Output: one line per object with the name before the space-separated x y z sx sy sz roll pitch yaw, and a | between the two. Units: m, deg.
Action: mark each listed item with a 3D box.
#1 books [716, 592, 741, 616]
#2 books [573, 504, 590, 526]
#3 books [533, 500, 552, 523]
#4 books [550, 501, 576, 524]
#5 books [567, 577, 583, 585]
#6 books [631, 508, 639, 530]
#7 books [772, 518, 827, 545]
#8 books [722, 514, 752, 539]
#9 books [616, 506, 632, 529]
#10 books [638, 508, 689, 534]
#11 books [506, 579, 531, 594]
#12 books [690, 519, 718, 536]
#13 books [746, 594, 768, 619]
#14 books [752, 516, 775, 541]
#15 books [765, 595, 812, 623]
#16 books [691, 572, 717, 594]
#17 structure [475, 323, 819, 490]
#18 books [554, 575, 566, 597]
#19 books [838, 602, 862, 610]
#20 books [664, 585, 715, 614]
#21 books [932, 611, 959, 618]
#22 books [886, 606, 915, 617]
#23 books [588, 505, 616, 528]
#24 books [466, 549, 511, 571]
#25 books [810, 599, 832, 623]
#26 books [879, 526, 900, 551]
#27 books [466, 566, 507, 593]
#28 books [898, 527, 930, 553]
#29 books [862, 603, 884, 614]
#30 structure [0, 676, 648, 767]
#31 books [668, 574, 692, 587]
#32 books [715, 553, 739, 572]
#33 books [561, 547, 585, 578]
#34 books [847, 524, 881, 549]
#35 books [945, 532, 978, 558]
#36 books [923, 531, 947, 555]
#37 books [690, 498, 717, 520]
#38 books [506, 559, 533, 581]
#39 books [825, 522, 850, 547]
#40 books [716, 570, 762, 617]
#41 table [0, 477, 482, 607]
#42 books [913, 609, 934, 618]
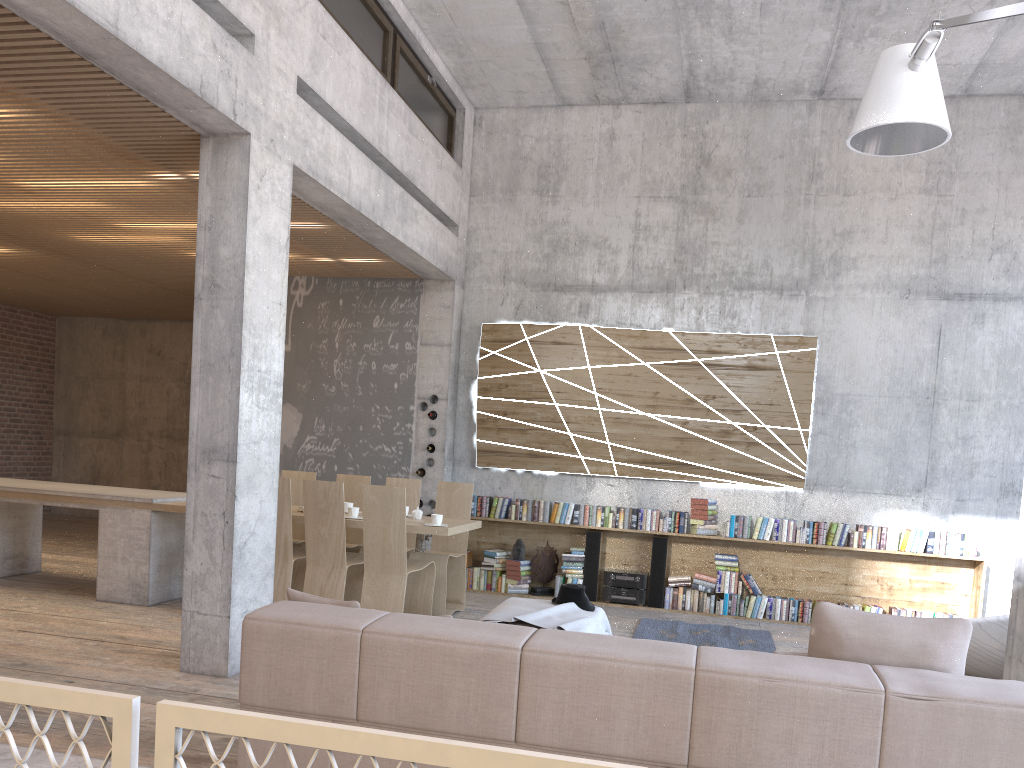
books | 2.172 2.205 8.820 0.226 0.222 0.215 4 0 13
books | 0.728 1.358 9.094 0.155 0.222 0.154 4 1 13
books | 0.323 1.332 9.187 0.155 0.222 0.189 4 0 13
books | 0.535 1.341 9.139 0.248 0.230 0.189 4 0 13
books | 0.651 2.133 9.176 0.199 0.229 0.189 4 0 13
books | 1.262 1.385 9.016 0.055 0.222 0.189 4 0 13
books | 2.831 1.452 8.640 0.489 0.221 0.215 3 0 13
books | 2.245 1.419 8.760 0.278 0.222 0.209 3 0 11
books | 1.162 1.382 9.046 0.155 0.222 0.204 4 0 13
books | 1.539 1.394 8.933 0.489 0.221 0.215 3 0 13
books | 0.057 2.135 9.278 0.262 0.151 0.247 5 -3 -31
books | 1.922 1.436 8.812 0.285 0.151 0.220 5 -2 -29
books | 2.440 2.217 8.748 0.199 0.229 0.189 4 0 13
books | 2.491 1.429 8.694 0.199 0.229 0.189 4 0 13
books | 2.746 2.238 8.707 0.416 0.221 0.204 3 0 13
books | 1.932 2.000 8.817 0.243 0.193 0.154 3 1 13
structure | 1.289 0.202 8.946 3.404 1.546 0.357 3 3 13
books | 0.503 2.127 9.225 0.074 0.222 0.204 4 0 13
books | 3.265 2.262 8.588 0.278 0.222 0.209 3 0 11
books | 1.811 2.184 8.933 0.493 0.239 0.242 3 -1 13
books | 4.157 2.300 8.361 0.276 0.222 0.170 3 1 14
books | 3.742 2.286 8.513 0.278 0.222 0.209 3 0 11
books | 0.939 1.368 9.048 0.276 0.222 0.170 3 1 14
books | -0.375 1.868 9.415 0.714 0.263 0.301 3 -1 18
books | 3.043 2.251 8.648 0.199 0.229 0.189 4 0 13
books | 3.622 1.485 8.439 0.155 0.222 0.189 4 0 13
books | -0.286 2.085 9.411 0.493 0.239 0.242 3 -1 13
books | 3.834 1.495 8.391 0.248 0.230 0.189 4 0 13
books | 3.504 2.275 8.576 0.199 0.229 0.189 4 0 13
structure | 0.438 0.990 0.332 4.418 0.938 1.930 3 -3 13
books | 1.713 2.005 8.929 0.234 0.140 0.192 3 -2 14
books | 2.160 1.799 8.826 0.238 0.162 0.189 3 -1 13
books | 0.655 1.868 9.189 0.251 0.325 0.218 4 1 15
books | 3.417 1.479 8.511 0.278 0.222 0.209 3 0 11
books | 4.239 1.522 8.300 0.276 0.222 0.170 3 1 14
books | 4.027 1.511 8.346 0.155 0.222 0.154 4 1 13
books | 1.921 1.256 8.796 0.188 0.211 0.247 4 -1 35
books | 0.076 1.958 9.257 0.188 0.211 0.247 4 -1 35
books | 3.179 1.468 8.575 0.199 0.229 0.189 4 0 13
books | 2.274 2.105 8.802 0.450 0.451 0.214 4 2 13
table | -2.928 1.472 7.861 5.175 0.929 1.012 3 -1 13
books | 3.947 2.292 8.440 0.155 0.222 0.189 4 0 13
